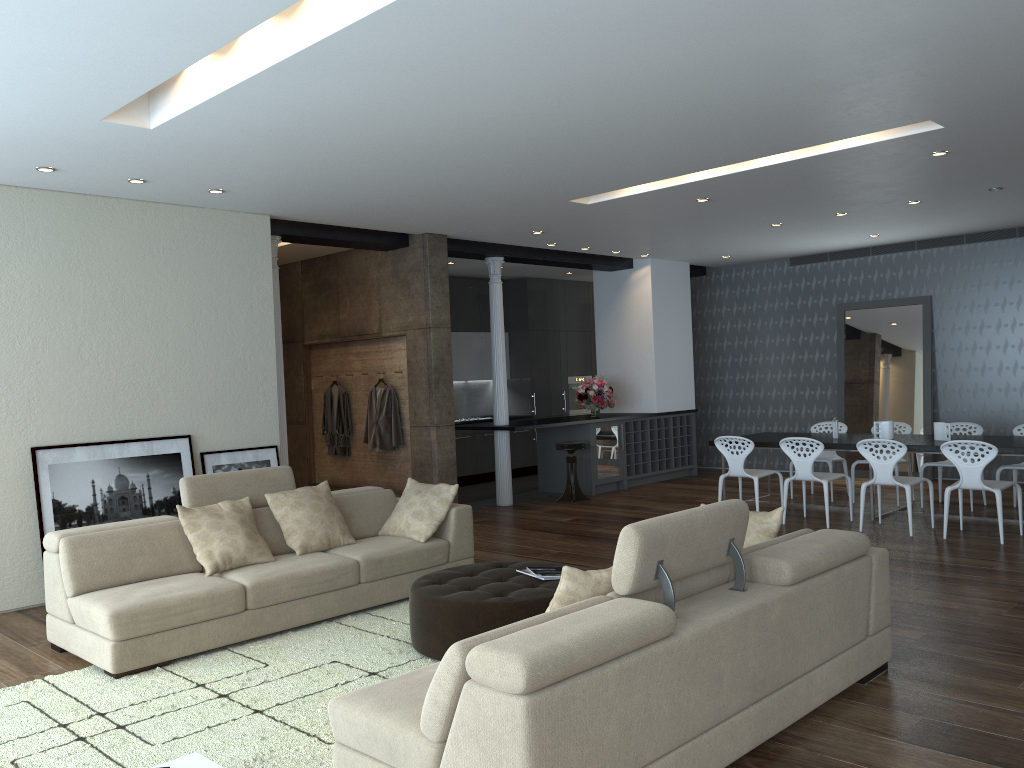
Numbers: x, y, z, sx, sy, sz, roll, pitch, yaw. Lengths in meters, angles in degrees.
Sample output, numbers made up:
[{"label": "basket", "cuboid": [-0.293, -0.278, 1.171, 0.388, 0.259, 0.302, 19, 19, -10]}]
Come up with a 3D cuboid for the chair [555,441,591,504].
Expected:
[{"label": "chair", "cuboid": [2.512, 1.109, 7.635, 21.556, 0.952, 16.134, -2, 1, 44]}]

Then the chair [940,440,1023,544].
[{"label": "chair", "cuboid": [3.860, 0.858, 7.336, 0.495, 0.835, 0.581, -2, 1, 44]}]

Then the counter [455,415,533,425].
[{"label": "counter", "cuboid": [-1.219, 0.657, 12.354, 0.807, 0.223, 3.597, -2, 1, 44]}]

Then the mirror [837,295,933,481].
[{"label": "mirror", "cuboid": [4.763, 0.062, 11.383, 1.200, 2.294, 0.240, -2, 1, 44]}]

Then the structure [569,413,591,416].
[{"label": "structure", "cuboid": [0.941, 0.781, 14.379, 0.591, 0.596, 0.595, -2, 1, 44]}]

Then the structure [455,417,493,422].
[{"label": "structure", "cuboid": [-0.772, 0.525, 12.755, 0.520, 0.066, 0.900, -2, 1, 44]}]

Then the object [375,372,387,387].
[{"label": "object", "cuboid": [-1.430, -0.018, 9.694, 0.430, 0.219, 0.010, -2, 1, 44]}]

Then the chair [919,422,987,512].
[{"label": "chair", "cuboid": [4.477, 0.820, 8.969, 0.495, 0.835, 0.581, -2, 1, 44]}]

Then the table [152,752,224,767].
[{"label": "table", "cuboid": [-1.131, 1.419, 2.573, 0.900, 0.170, 0.900, -2, 1, 44]}]

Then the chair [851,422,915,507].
[{"label": "chair", "cuboid": [3.976, 0.838, 9.461, 0.495, 0.835, 0.581, -2, 1, 44]}]

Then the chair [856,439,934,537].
[{"label": "chair", "cuboid": [3.350, 0.876, 7.809, 0.495, 0.835, 0.581, -2, 1, 44]}]

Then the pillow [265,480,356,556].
[{"label": "pillow", "cuboid": [-1.360, 0.904, 5.997, 0.301, 0.439, 0.534, -2, 1, 41]}]

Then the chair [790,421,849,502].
[{"label": "chair", "cuboid": [3.475, 0.855, 9.953, 0.495, 0.835, 0.581, -2, 1, 44]}]

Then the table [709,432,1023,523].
[{"label": "table", "cuboid": [3.745, 0.905, 8.704, 3.400, 0.733, 1.200, -2, 1, 44]}]

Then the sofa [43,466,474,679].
[{"label": "sofa", "cuboid": [-1.523, 1.041, 5.807, 1.021, 0.950, 2.581, -2, 1, 44]}]

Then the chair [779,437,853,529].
[{"label": "chair", "cuboid": [2.831, 0.894, 8.332, 0.495, 0.835, 0.581, -2, 1, 44]}]

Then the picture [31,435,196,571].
[{"label": "picture", "cuboid": [-2.917, 0.998, 6.674, 0.225, 1.140, 1.183, -2, 1, 44]}]

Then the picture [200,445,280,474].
[{"label": "picture", "cuboid": [-2.209, 1.037, 7.412, 0.195, 0.988, 0.700, -2, 1, 44]}]

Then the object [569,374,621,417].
[{"label": "object", "cuboid": [1.073, 0.150, 11.498, 0.544, 0.552, 0.570, -3, 1, -39]}]

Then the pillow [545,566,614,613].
[{"label": "pillow", "cuboid": [0.316, 0.862, 3.477, 0.519, 0.416, 0.368, -3, 1, -41]}]

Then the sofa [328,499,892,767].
[{"label": "sofa", "cuboid": [0.580, 0.968, 3.743, 1.021, 0.950, 2.581, -2, 1, 44]}]

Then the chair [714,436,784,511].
[{"label": "chair", "cuboid": [2.333, 0.911, 8.826, 0.495, 0.835, 0.581, -2, 1, 44]}]

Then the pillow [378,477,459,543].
[{"label": "pillow", "cuboid": [-0.658, 0.893, 6.373, 0.518, 0.393, 0.395, -2, 1, 41]}]

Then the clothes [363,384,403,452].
[{"label": "clothes", "cuboid": [-1.431, 0.371, 9.694, 0.700, 0.735, 0.173, -2, 1, 43]}]

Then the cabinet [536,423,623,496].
[{"label": "cabinet", "cuboid": [0.872, 0.923, 11.408, 0.900, 0.897, 0.642, -2, 1, 44]}]

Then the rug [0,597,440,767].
[{"label": "rug", "cuboid": [-0.640, 1.480, 4.359, 2.972, 0.020, 4.231, -2, 1, 44]}]

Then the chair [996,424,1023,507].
[{"label": "chair", "cuboid": [4.979, 0.803, 8.477, 0.495, 0.835, 0.581, -2, 1, 44]}]

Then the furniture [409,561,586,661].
[{"label": "furniture", "cuboid": [-0.047, 1.264, 5.004, 1.057, 0.355, 1.057, -3, 1, -44]}]

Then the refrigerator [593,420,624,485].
[{"label": "refrigerator", "cuboid": [1.198, 0.852, 11.125, 0.578, 0.774, 0.075, -3, 1, -42]}]

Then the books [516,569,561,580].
[{"label": "books", "cuboid": [0.193, 1.076, 5.028, 0.219, 0.031, 0.300, -3, 0, -31]}]

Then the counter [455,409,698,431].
[{"label": "counter", "cuboid": [0.972, 0.449, 11.526, 1.000, 0.040, 3.700, -2, 1, 44]}]

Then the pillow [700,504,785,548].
[{"label": "pillow", "cuboid": [1.125, 0.831, 4.624, 0.395, 0.393, 0.518, -3, 1, -42]}]

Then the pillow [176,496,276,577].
[{"label": "pillow", "cuboid": [-1.788, 0.935, 5.542, 0.368, 0.416, 0.519, -2, 1, 40]}]

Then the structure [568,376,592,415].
[{"label": "structure", "cuboid": [0.916, 0.180, 14.375, 0.591, 0.596, 0.595, -2, 1, 44]}]

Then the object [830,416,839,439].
[{"label": "object", "cuboid": [3.285, 0.438, 9.041, 0.076, 0.233, 0.161, -2, 0, 26]}]

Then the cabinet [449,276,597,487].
[{"label": "cabinet", "cuboid": [0.091, -0.111, 13.703, 0.827, 2.980, 7.409, -2, 1, 44]}]

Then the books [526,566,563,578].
[{"label": "books", "cuboid": [0.218, 1.067, 5.033, 0.220, 0.040, 0.301, -2, 0, -11]}]

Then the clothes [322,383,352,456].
[{"label": "clothes", "cuboid": [-2.064, 0.418, 10.330, 0.569, 0.855, 0.141, -2, 1, 45]}]

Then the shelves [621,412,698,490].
[{"label": "shelves", "cuboid": [1.691, 0.882, 12.243, 0.900, 0.897, 1.700, -2, 1, 44]}]

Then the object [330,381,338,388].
[{"label": "object", "cuboid": [-2.065, 0.004, 10.334, 0.430, 0.219, 0.010, -2, 1, 44]}]
